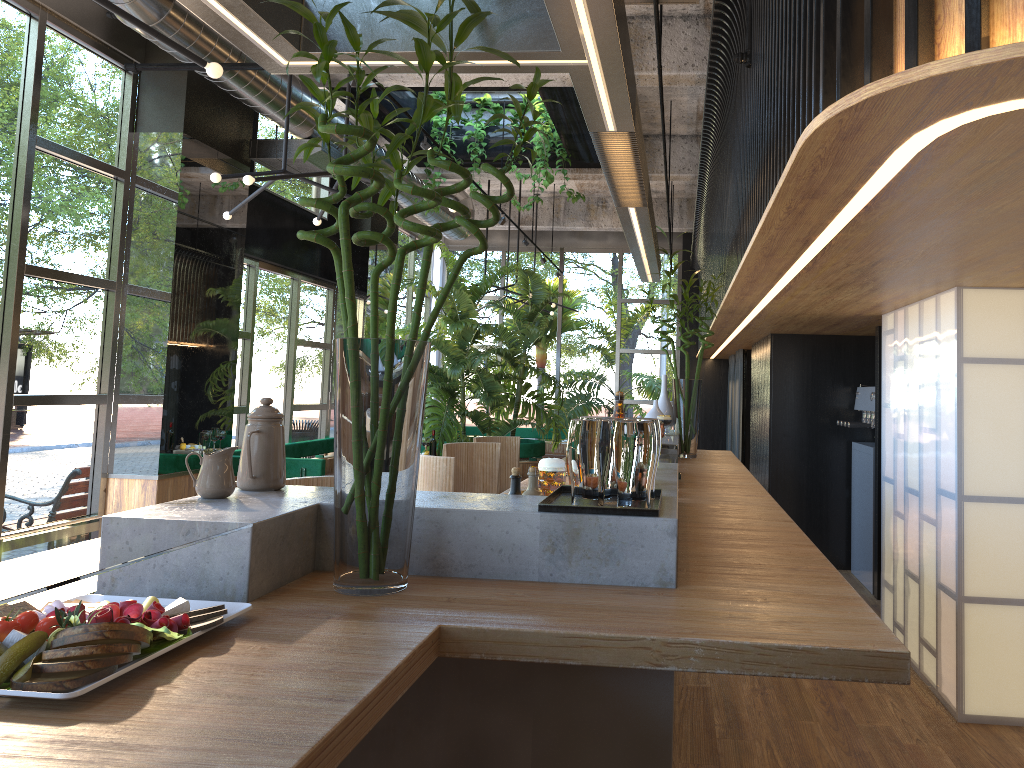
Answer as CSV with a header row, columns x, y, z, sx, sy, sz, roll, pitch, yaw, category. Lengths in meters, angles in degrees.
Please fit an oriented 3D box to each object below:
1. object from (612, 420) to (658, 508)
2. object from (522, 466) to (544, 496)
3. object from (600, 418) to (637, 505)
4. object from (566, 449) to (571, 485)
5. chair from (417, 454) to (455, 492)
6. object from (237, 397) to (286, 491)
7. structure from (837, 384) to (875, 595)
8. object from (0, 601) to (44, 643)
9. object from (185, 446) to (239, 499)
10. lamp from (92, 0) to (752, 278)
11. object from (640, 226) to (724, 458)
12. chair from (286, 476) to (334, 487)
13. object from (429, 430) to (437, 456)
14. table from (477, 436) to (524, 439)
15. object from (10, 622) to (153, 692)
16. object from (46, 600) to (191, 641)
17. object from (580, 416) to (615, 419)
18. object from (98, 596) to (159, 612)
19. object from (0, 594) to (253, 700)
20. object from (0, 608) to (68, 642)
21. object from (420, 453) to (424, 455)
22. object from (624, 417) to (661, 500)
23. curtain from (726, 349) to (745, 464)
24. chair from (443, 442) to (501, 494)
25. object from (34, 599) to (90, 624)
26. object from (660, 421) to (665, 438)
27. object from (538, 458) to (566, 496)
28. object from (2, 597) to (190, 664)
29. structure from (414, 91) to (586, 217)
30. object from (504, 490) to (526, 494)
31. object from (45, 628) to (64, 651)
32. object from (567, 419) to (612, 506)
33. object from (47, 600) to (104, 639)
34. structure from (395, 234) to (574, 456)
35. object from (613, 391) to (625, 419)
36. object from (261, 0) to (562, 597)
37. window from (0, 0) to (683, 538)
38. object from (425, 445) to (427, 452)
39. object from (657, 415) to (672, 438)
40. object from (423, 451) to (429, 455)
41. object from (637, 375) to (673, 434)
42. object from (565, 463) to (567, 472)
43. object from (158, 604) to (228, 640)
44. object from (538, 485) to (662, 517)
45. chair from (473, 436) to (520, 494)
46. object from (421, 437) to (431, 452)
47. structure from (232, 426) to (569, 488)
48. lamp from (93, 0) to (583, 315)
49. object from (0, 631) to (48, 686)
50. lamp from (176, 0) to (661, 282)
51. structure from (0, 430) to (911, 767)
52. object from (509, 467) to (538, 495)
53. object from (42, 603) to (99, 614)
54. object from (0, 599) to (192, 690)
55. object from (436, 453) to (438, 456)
x,y,z,sx,sy,sz,roll,pitch,yaw,category
0.286,0.191,2.070,0.110,0.210,0.100,5,-5,-37,object
0.057,0.336,2.491,0.073,0.211,0.068,4,-5,-24,object
0.260,0.191,2.194,0.100,0.210,0.110,-2,-5,43,object
0.249,0.335,3.530,0.071,0.233,0.078,-2,-6,41,object
-0.293,0.859,4.739,0.524,0.974,0.567,0,-4,32,chair
-0.640,0.152,2.286,0.122,0.235,0.207,4,-3,-23,object
2.949,0.797,7.154,0.544,1.602,0.844,1,-4,9,structure
-0.769,0.377,1.293,0.193,0.065,0.265,2,-1,-4,object
-0.699,0.206,2.085,0.097,0.120,0.089,1,-3,17,object
-0.062,-2.179,9.041,3.754,1.537,10.088,2,0,8,lamp
1.150,-0.289,5.947,0.610,1.558,0.641,6,-6,-43,object
-0.606,0.843,3.168,0.570,0.974,0.521,5,-5,-35,chair
-0.762,0.592,8.569,0.066,0.301,0.070,0,-5,25,object
-0.376,1.147,12.603,1.122,0.754,1.073,2,-2,-12,table
-0.598,0.374,1.261,0.132,0.074,0.199,2,-1,9,object
-0.610,0.377,1.395,0.180,0.081,0.135,2,-1,1,object
0.221,0.191,2.319,0.110,0.210,0.100,5,-5,-37,object
-0.633,0.389,1.478,0.095,0.052,0.123,3,-1,-33,object
-0.672,0.402,1.378,0.330,0.025,0.498,2,0,9,object
-0.715,0.356,1.312,0.101,0.066,0.069,3,-3,-34,object
-0.856,0.702,8.806,0.192,0.038,0.063,1,-1,43,object
0.336,0.194,2.316,0.110,0.210,0.100,5,-5,-37,object
3.037,0.587,12.150,0.120,2.068,3.298,1,-2,11,curtain
-0.169,0.866,5.485,0.562,0.974,0.530,3,-4,-17,chair
-0.703,0.375,1.394,0.131,0.071,0.109,2,-2,-1,object
0.847,0.272,5.326,0.160,0.107,0.086,3,-3,-36,object
0.147,0.361,3.317,0.111,0.172,0.137,2,-3,3,object
-0.647,0.378,1.398,0.087,0.059,0.343,1,-1,23,object
-0.012,-2.575,9.809,2.075,1.524,1.470,0,-3,37,structure
0.029,0.423,3.370,0.092,0.041,0.147,1,-1,42,object
-0.647,0.377,1.320,0.090,0.065,0.136,1,-1,17,object
0.181,0.188,2.092,0.110,0.210,0.100,5,-5,-37,object
-0.654,0.358,1.305,0.070,0.062,0.084,2,-2,-1,object
-0.466,-0.150,11.106,2.459,3.454,2.627,2,-3,-7,structure
0.386,0.165,3.221,0.071,0.278,0.078,-2,-6,44,object
-0.242,-0.348,1.941,0.661,1.558,0.592,1,-4,13,object
-1.237,-1.795,4.530,4.095,6.521,20.512,1,-1,11,window
-0.889,0.657,8.618,0.142,0.124,0.098,2,-3,-11,object
0.764,0.254,5.078,0.206,0.135,0.816,1,0,17,object
-0.846,0.689,8.703,0.098,0.065,0.164,2,-1,-20,object
0.973,0.134,5.944,0.329,0.399,0.305,4,-4,-33,object
0.246,0.423,4.480,0.072,0.060,0.126,3,-1,-21,object
-0.541,0.395,1.496,0.118,0.035,0.172,2,0,-11,object
0.230,0.286,2.193,0.270,0.019,0.441,2,0,9,object
-0.017,0.874,6.288,0.533,0.974,0.559,1,-4,18,chair
-0.866,0.640,8.946,0.103,0.202,0.101,2,-4,-3,object
-0.233,0.718,4.215,5.964,1.555,20.263,2,0,10,structure
0.118,-2.032,4.668,5.031,1.831,19.043,2,0,10,lamp
-0.704,0.377,1.212,0.150,0.066,0.097,2,-2,5,object
1.713,-1.842,3.513,4.959,2.142,6.745,2,-1,3,lamp
1.966,0.687,3.110,5.783,1.737,7.178,2,-1,9,structure
0.035,0.333,2.421,0.067,0.216,0.170,-1,-4,34,object
-0.721,0.395,1.486,0.146,0.027,0.154,2,0,-13,object
-0.656,0.381,1.396,0.300,0.061,0.411,2,0,-15,object
-0.780,0.707,8.897,0.058,0.072,0.210,2,-1,1,object
